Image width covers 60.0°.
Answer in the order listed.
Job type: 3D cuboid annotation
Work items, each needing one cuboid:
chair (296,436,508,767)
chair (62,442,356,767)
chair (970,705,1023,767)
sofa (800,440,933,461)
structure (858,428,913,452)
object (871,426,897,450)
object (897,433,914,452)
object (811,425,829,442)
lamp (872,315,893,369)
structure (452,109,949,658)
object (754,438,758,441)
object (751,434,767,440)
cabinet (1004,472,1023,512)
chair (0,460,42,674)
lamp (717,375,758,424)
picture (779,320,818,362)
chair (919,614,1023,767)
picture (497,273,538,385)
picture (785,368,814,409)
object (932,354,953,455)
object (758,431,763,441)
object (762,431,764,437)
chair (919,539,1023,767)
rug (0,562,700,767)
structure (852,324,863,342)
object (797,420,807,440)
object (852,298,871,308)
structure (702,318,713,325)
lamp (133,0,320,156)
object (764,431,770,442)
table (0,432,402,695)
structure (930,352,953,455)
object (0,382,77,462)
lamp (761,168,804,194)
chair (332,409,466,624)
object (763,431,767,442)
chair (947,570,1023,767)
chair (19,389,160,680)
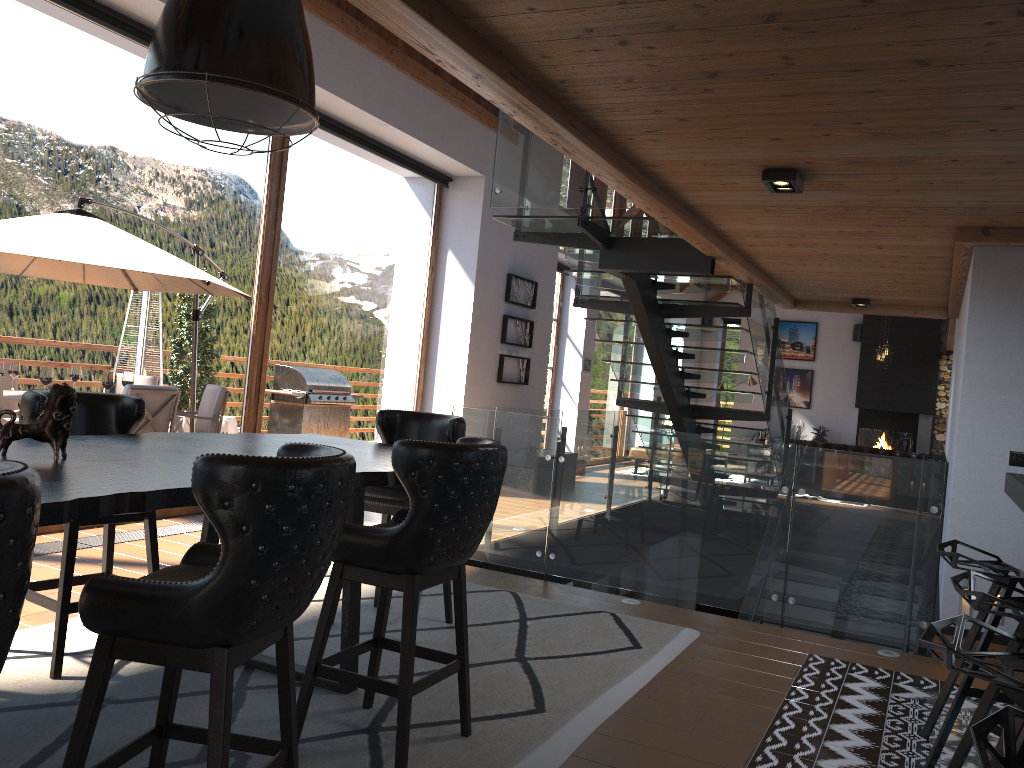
[{"bbox_3d":[-0.348,0.722,3.077,0.563,1.092,0.508,5,0,24],"label":"chair"},{"bbox_3d":[-0.723,0.691,2.180,0.566,1.092,0.506,5,0,9],"label":"chair"},{"bbox_3d":[0.892,0.979,1.278,0.465,0.839,0.543,5,0,22],"label":"chair"},{"bbox_3d":[5.167,1.325,13.207,2.544,0.838,1.250,6,0,24],"label":"sofa"},{"bbox_3d":[7.302,1.167,17.379,0.974,0.514,0.185,6,0,25],"label":"structure"},{"bbox_3d":[6.099,1.063,14.495,0.402,0.808,0.626,5,0,36],"label":"object"},{"bbox_3d":[7.457,1.439,16.878,0.310,1.018,0.305,6,-1,-19],"label":"object"},{"bbox_3d":[6.257,1.056,17.991,0.337,0.455,0.338,6,0,-39],"label":"object"},{"bbox_3d":[6.410,-1.383,15.166,0.260,2.202,0.807,5,0,17],"label":"lamp"},{"bbox_3d":[-0.760,0.815,8.356,9.131,6.399,11.121,6,0,25],"label":"structure"},{"bbox_3d":[3.970,0.873,14.343,0.087,0.286,0.088,5,-1,38],"label":"object"},{"bbox_3d":[5.175,1.091,18.491,0.228,0.183,0.402,6,0,-21],"label":"object"},{"bbox_3d":[1.626,0.916,1.802,0.881,1.104,4.842,5,0,26],"label":"cabinet"},{"bbox_3d":[-1.138,0.665,1.462,0.562,1.092,0.509,5,0,34],"label":"chair"},{"bbox_3d":[4.347,0.689,17.920,1.337,1.899,0.521,6,-1,-44],"label":"lamp"},{"bbox_3d":[5.916,-0.909,18.559,0.872,0.816,0.036,5,-1,25],"label":"picture"},{"bbox_3d":[1.129,0.998,1.960,0.464,0.839,0.544,5,0,31],"label":"chair"},{"bbox_3d":[0.076,-0.653,10.917,0.058,1.312,0.781,5,0,26],"label":"picture"},{"bbox_3d":[5.821,0.082,18.549,0.872,0.816,0.036,5,-1,25],"label":"picture"},{"bbox_3d":[8.369,0.726,17.070,0.489,2.612,0.470,5,-1,25],"label":"object"},{"bbox_3d":[4.000,0.877,14.256,0.088,0.286,0.086,6,-1,-25],"label":"object"},{"bbox_3d":[4.071,0.883,14.405,0.087,0.286,0.088,5,-1,35],"label":"object"},{"bbox_3d":[1.825,1.057,3.349,0.465,0.839,0.543,5,0,25],"label":"chair"},{"bbox_3d":[-1.258,1.183,2.996,2.529,0.047,5.680,6,0,25],"label":"rug"},{"bbox_3d":[7.021,-1.032,17.971,0.212,0.349,0.215,5,0,25],"label":"structure"},{"bbox_3d":[5.841,0.988,18.113,0.260,0.532,0.426,6,0,-6],"label":"object"},{"bbox_3d":[3.326,-0.775,8.433,0.154,0.068,0.263,6,0,25],"label":"object"},{"bbox_3d":[4.244,-1.308,19.261,0.212,0.349,0.215,5,0,25],"label":"structure"},{"bbox_3d":[-0.786,-3.161,3.151,0.626,4.685,0.617,6,-1,-20],"label":"lamp"},{"bbox_3d":[4.091,0.886,14.209,0.087,0.286,0.087,5,0,2],"label":"object"},{"bbox_3d":[-1.409,0.713,2.732,1.417,0.950,3.830,6,0,25],"label":"table"},{"bbox_3d":[8.372,0.719,17.058,0.497,2.617,0.516,5,-1,25],"label":"structure"},{"bbox_3d":[-1.470,0.111,2.739,0.222,0.253,0.115,6,0,-12],"label":"object"},{"bbox_3d":[1.261,-0.948,4.120,0.154,0.068,0.263,6,0,25],"label":"lamp"},{"bbox_3d":[-0.555,0.693,4.558,0.500,1.092,0.573,5,0,24],"label":"chair"},{"bbox_3d":[4.084,0.885,14.308,0.087,0.286,0.088,5,0,3],"label":"object"},{"bbox_3d":[1.534,1.033,2.643,0.465,0.839,0.543,5,0,22],"label":"chair"},{"bbox_3d":[-1.778,0.590,3.683,0.562,1.092,0.509,5,0,34],"label":"chair"}]
